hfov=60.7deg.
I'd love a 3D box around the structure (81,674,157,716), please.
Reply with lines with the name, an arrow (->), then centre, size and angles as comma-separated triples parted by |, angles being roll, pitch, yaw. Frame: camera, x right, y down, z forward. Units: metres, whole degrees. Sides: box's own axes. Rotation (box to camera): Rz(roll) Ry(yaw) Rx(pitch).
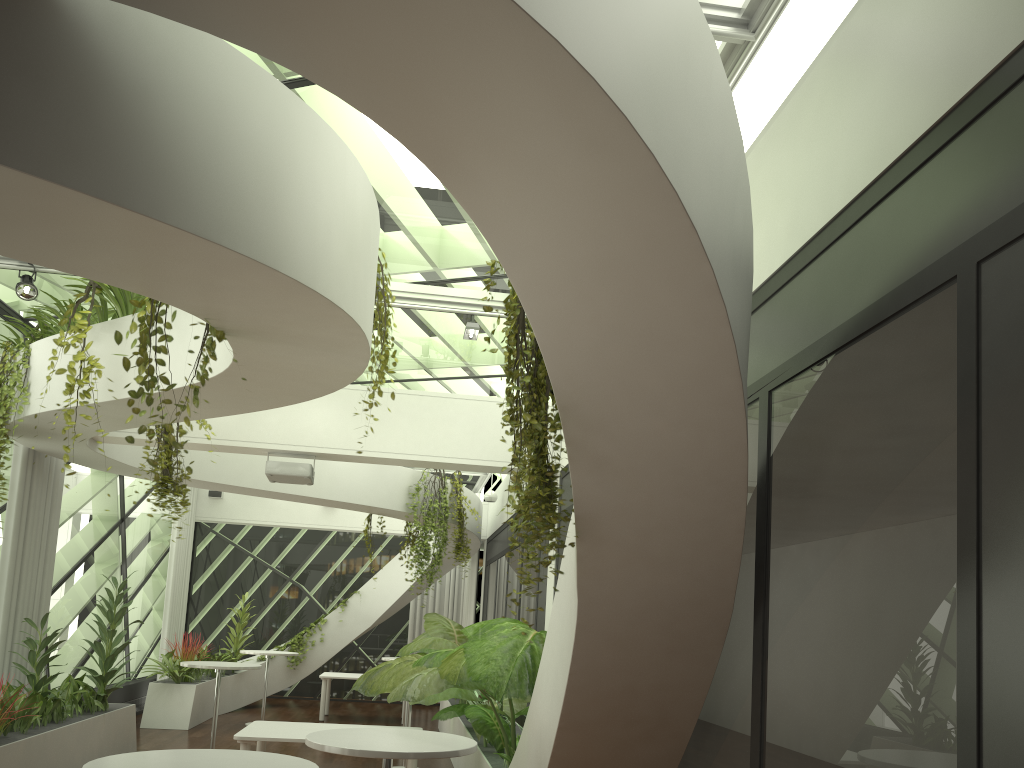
structure -> -5.390, 3.806, 9.621 | 0.259, 0.491, 15.548 | 4, -15, -6

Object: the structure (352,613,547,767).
structure -> -0.780, 3.294, 9.362 | 1.785, 1.674, 9.143 | 5, -15, -6

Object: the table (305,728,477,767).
table -> -0.632, 2.322, 4.351 | 0.861, 1.073, 0.872 | 7, -11, -21

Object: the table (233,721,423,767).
table -> -1.520, 3.299, 7.385 | 1.502, 0.703, 1.096 | 5, -13, -7

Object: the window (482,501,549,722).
window -> -0.083, 3.516, 12.497 | 0.050, 3.163, 7.377 | 4, -14, -6

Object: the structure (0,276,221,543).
structure -> -2.977, 0.391, 6.648 | 1.469, 2.264, 4.676 | 12, -16, -42

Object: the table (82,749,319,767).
table -> -1.208, 2.000, 3.302 | 0.861, 1.073, 0.872 | 7, -11, -21

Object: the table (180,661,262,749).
table -> -3.238, 3.625, 9.605 | 0.857, 1.073, 0.876 | -2, -11, 28

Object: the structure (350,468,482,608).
structure -> -1.350, 2.113, 12.296 | 1.661, 2.030, 1.449 | 12, -13, -41

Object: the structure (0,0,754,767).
structure -> -2.070, 1.242, 4.795 | 5.918, 4.122, 25.056 | 3, -15, -1

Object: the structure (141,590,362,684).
structure -> -4.631, 4.086, 14.480 | 2.035, 1.632, 4.898 | -2, -15, 24

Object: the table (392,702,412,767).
table -> -1.150, 3.812, 9.855 | 0.857, 1.073, 0.876 | -2, -11, 28

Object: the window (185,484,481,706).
window -> -3.559, 4.072, 17.701 | 5.746, 4.552, 0.039 | 5, -7, -7

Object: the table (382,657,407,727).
table -> -1.600, 4.761, 13.390 | 0.857, 1.073, 0.876 | -2, -11, 28

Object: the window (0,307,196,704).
window -> -5.344, 1.608, 9.144 | 0.084, 4.526, 17.209 | 4, -15, -6

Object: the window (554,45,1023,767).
window -> 0.861, 1.522, 5.074 | 0.050, 3.164, 7.286 | 4, -14, -6

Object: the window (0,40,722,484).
window -> -2.411, -0.372, 9.742 | 5.695, 0.054, 17.176 | 5, -15, -6

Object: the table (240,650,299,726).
table -> -3.687, 4.574, 13.140 | 0.857, 1.073, 0.876 | -2, -11, 28

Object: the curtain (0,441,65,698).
curtain -> -4.933, 1.752, 8.937 | 0.160, 4.006, 1.064 | 4, -7, -7

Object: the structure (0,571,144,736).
structure -> -4.088, 2.359, 7.745 | 0.855, 1.560, 3.416 | 4, -14, -7

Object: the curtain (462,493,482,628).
curtain -> -0.814, 4.201, 16.974 | 0.160, 4.006, 1.018 | 4, -7, -7

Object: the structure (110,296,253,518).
structure -> -2.167, -0.413, 2.658 | 3.262, 1.818, 1.241 | 15, -15, -40

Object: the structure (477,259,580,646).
structure -> 0.194, -0.033, 3.416 | 0.614, 2.073, 1.090 | 3, -8, 5

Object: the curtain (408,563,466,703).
curtain -> -1.433, 4.368, 17.703 | 1.232, 4.007, 0.163 | 4, -7, -8

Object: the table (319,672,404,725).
table -> -2.435, 5.232, 14.583 | 1.502, 0.703, 1.096 | 5, -13, -7

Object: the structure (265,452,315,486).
structure -> -2.181, 0.833, 8.629 | 0.463, 0.270, 0.398 | 5, -13, -6
